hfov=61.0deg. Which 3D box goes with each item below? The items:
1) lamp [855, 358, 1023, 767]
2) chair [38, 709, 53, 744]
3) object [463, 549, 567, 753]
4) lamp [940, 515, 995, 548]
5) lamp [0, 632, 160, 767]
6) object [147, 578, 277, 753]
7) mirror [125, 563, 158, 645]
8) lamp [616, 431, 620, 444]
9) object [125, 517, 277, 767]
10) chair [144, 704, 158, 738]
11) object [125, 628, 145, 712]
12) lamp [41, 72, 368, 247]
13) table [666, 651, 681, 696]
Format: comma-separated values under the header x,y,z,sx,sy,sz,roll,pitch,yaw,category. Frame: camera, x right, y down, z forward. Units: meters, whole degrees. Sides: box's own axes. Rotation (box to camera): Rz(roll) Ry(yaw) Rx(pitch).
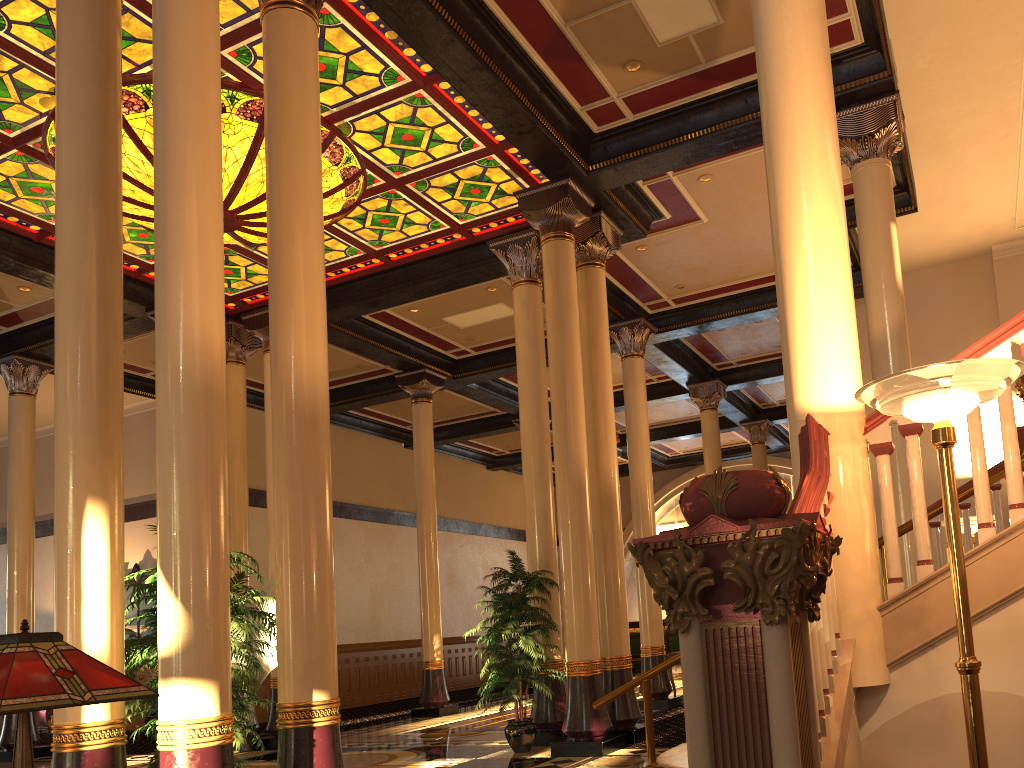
x,y,z,sx,sy,sz,roll,pitch,yaw,category
1.595,0.976,3.039,0.605,1.973,0.567,3,-10,-45,lamp
-7.895,5.821,15.315,0.714,0.902,0.631,5,-13,-43,chair
0.045,2.834,9.251,1.020,2.109,1.120,-6,-9,15,object
4.447,2.281,8.254,0.575,1.973,0.597,-5,-7,9,lamp
-0.894,0.668,1.592,0.312,0.411,0.334,-8,-11,23,lamp
-3.239,3.577,11.168,1.784,2.227,2.171,-10,-12,29,object
-7.122,4.183,16.538,1.356,1.523,0.208,-9,-8,26,mirror
1.478,0.769,16.883,1.166,1.869,1.242,-7,-10,21,lamp
-1.974,1.893,5.515,1.097,2.109,1.041,-2,-9,-15,object
-5.953,5.510,15.061,0.775,1.077,0.726,4,-12,-38,chair
-7.188,5.265,15.718,1.097,2.109,1.041,-2,-9,-15,object
-2.983,-1.913,8.756,2.934,0.589,3.148,-11,-17,23,lamp
3.243,4.570,13.723,1.083,0.756,1.715,-11,-16,26,table
